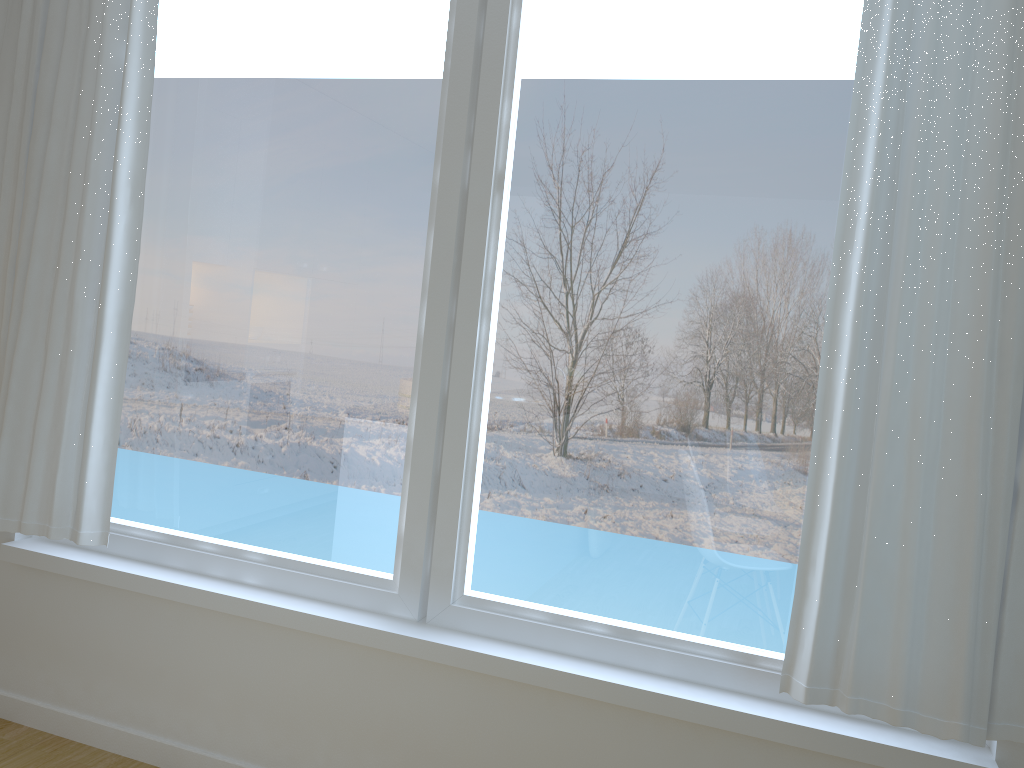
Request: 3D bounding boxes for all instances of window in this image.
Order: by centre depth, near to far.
[{"bbox_3d":[-0.133,-0.315,2.411,2.732,1.918,0.088,6,0,19],"label":"window"}]

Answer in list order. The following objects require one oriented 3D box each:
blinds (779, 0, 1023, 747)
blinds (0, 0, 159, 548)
[{"bbox_3d":[1.063,-0.342,1.804,0.796,2.159,0.150,6,0,19],"label":"blinds"},{"bbox_3d":[-1.449,-0.645,2.660,0.796,2.159,0.150,6,0,18],"label":"blinds"}]
